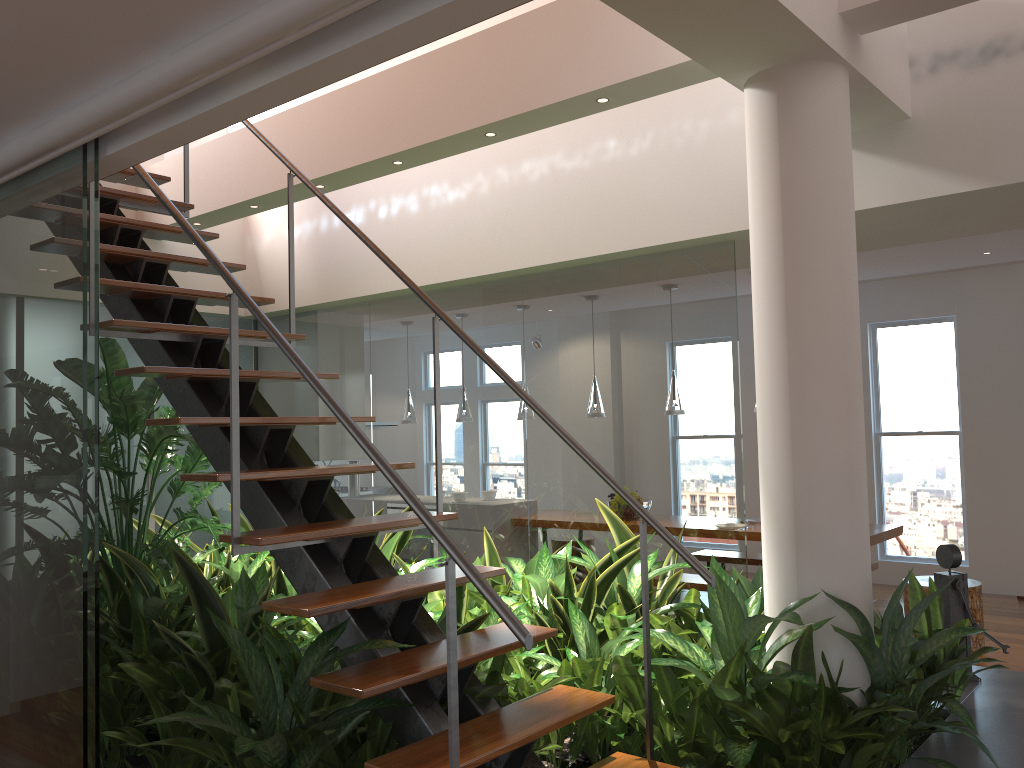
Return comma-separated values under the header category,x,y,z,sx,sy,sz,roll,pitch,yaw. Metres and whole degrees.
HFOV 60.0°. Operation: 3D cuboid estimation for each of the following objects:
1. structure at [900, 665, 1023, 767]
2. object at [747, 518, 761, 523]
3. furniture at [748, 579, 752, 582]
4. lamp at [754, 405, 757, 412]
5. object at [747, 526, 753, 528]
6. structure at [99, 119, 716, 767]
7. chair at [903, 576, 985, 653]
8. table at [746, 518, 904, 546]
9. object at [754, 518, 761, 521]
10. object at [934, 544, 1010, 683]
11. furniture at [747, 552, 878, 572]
category,x,y,z,sx,sy,sz,roll,pitch,yaw
structure,-0.114,1.471,3.647,5.584,0.386,3.088,-4,-4,39
object,1.896,1.043,6.745,0.222,0.020,0.222,-3,-3,31
furniture,1.363,1.545,6.109,1.433,0.389,0.316,-4,-4,39
lamp,1.786,-0.333,6.313,0.160,1.060,0.160,0,-3,-24
object,1.686,1.032,6.354,0.044,0.014,0.149,-4,-4,38
structure,-0.813,-0.582,4.010,4.591,4.265,2.552,-4,-4,39
chair,2.789,1.480,5.739,0.460,0.400,0.460,1,-4,-41
table,0.207,1.504,7.867,5.996,0.704,0.893,-4,-4,39
object,1.896,1.037,6.746,0.079,0.030,0.070,-1,-3,-7
object,1.901,0.951,3.712,0.318,0.565,0.134,-1,-3,-14
furniture,2.121,1.573,7.029,1.433,0.389,0.316,-4,-4,39
